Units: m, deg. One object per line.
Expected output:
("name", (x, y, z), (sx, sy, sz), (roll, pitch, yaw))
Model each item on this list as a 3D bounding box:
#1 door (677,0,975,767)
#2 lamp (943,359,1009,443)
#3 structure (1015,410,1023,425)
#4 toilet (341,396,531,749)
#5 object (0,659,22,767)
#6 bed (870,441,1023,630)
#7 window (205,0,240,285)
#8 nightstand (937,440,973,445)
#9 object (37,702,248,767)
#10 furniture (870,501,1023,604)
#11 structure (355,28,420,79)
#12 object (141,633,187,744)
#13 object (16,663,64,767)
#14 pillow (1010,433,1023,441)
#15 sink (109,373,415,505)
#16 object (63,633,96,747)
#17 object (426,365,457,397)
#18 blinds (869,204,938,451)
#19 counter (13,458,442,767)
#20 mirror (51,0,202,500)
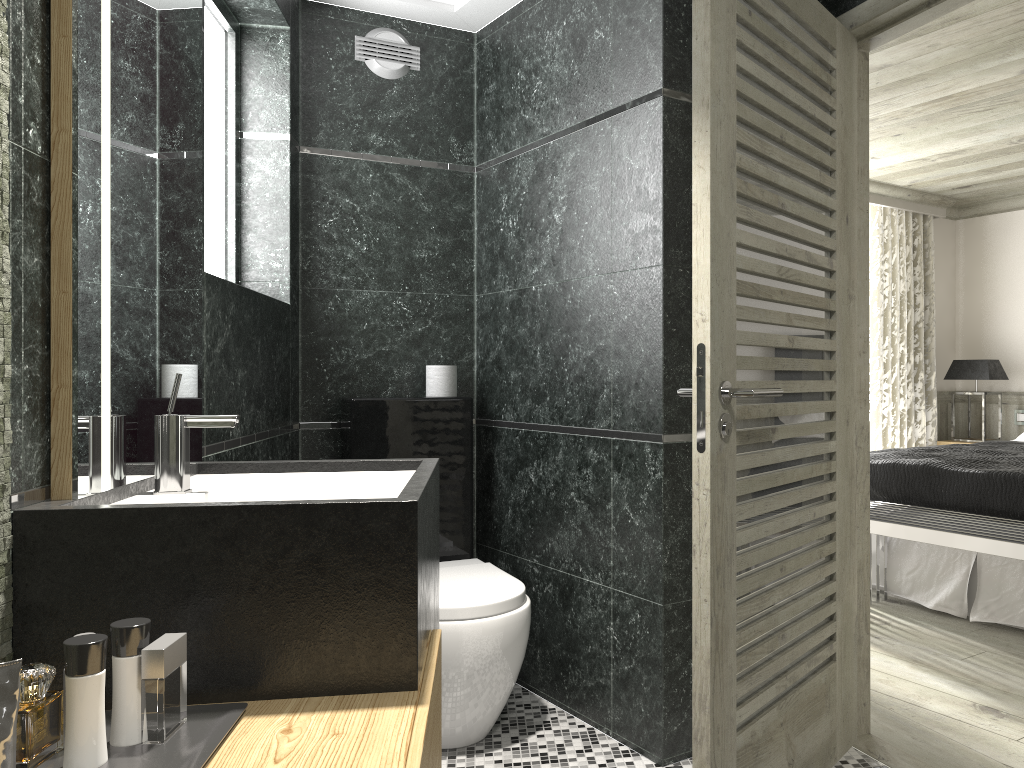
("door", (0.952, -0.012, 2.385), (1.109, 2.515, 1.414), (0, 0, -22))
("lamp", (3.931, 0.141, 7.405), (0.318, 0.692, 0.401), (0, 0, -32))
("structure", (4.316, 0.283, 7.404), (0.018, 0.128, 0.115), (0, 0, -31))
("toilet", (-0.283, 0.644, 3.252), (0.527, 1.175, 1.020), (0, 0, -23))
("object", (-0.663, 0.440, 1.119), (0.045, 0.163, 0.045), (0, 0, 0))
("bed", (3.641, 0.408, 5.378), (3.260, 1.623, 2.311), (0, 0, -33))
("window", (-1.043, -0.839, 2.816), (0.039, 1.069, 1.043), (0, 0, -2))
("nightstand", (3.929, 0.849, 7.391), (0.463, 0.722, 0.440), (0, 0, -33))
("object", (-0.577, 0.517, 1.220), (0.323, 0.011, 0.310), (0, 0, -6))
("furniture", (2.283, 0.955, 4.097), (0.629, 0.559, 1.712), (0, 0, -32))
("structure", (-0.522, -1.404, 3.696), (0.287, 0.217, 0.035), (0, 0, -27))
("object", (-0.517, 0.451, 1.302), (0.032, 0.136, 0.083), (0, 0, 0))
("object", (-0.663, 0.454, 1.206), (0.057, 0.133, 0.083), (0, 0, 1))
("pillow", (4.626, 0.293, 6.018), (0.684, 0.381, 2.169), (0, 0, -30))
("sink", (-0.485, 0.182, 1.820), (0.554, 0.408, 0.708), (0, 0, -5))
("object", (-0.626, 0.445, 1.281), (0.032, 0.153, 0.082), (0, 0, -3))
("object", (-0.298, -0.013, 3.700), (0.124, 0.130, 0.133), (0, 0, 16))
("blinds", (3.286, -0.220, 7.334), (0.899, 2.805, 0.137), (0, 0, -32))
("counter", (-0.466, 0.723, 1.563), (0.655, 1.052, 1.301), (0, 0, -4))
("mirror", (-0.776, -0.593, 1.824), (0.043, 1.576, 0.667), (0, 0, -2))
